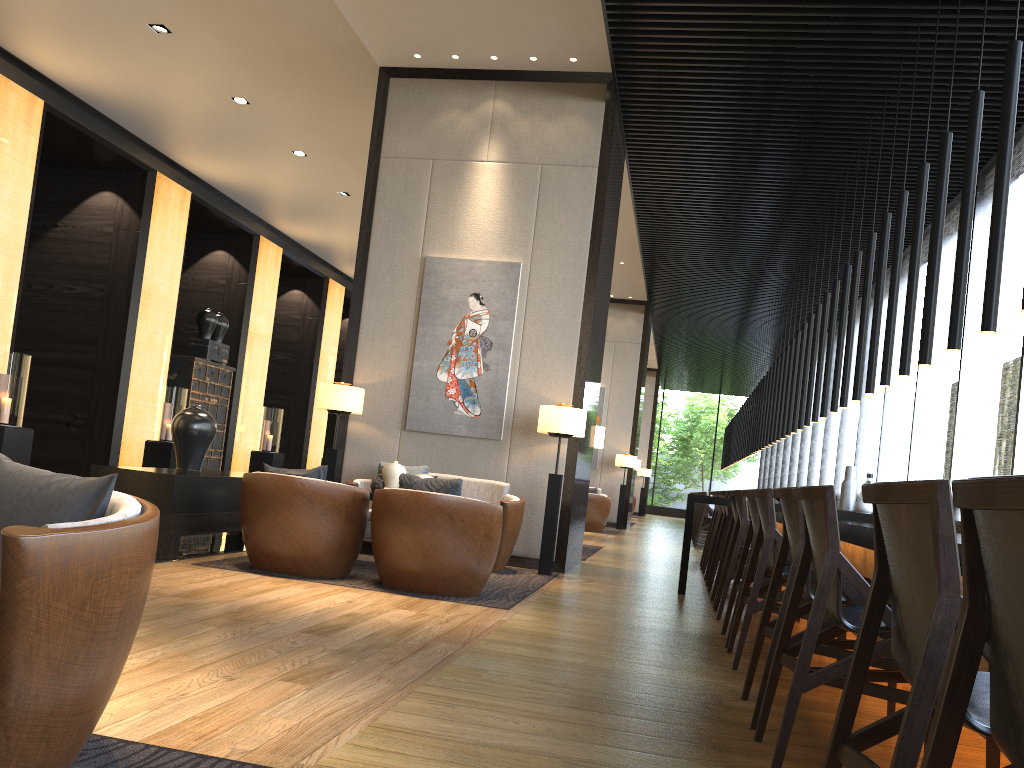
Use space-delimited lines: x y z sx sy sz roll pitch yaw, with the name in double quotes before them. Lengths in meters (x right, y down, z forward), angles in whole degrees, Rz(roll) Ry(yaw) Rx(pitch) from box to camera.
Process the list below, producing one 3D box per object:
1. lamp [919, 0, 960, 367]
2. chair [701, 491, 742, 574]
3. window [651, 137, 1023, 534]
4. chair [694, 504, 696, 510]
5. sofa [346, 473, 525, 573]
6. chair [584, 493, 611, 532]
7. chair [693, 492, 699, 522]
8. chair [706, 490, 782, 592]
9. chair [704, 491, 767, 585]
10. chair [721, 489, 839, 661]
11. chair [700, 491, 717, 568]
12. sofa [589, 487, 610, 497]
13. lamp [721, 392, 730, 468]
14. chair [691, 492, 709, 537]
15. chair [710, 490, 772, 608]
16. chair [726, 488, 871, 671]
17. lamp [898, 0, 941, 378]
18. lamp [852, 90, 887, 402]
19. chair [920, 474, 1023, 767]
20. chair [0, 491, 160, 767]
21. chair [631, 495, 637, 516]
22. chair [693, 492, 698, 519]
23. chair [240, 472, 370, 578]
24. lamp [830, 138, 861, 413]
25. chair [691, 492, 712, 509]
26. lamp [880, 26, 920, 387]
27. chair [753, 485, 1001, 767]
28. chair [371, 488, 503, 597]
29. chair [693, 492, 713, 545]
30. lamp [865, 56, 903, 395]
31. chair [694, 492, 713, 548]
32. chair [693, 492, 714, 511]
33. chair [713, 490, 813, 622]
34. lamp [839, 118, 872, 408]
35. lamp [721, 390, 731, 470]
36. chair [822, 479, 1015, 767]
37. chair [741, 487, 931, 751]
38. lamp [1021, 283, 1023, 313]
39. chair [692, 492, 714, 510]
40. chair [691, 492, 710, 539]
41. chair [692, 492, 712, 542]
"lamp" 2.338 -1.294 4.772 0.060 2.414 0.060 6 -2 6
"chair" 2.214 1.496 8.806 0.562 0.825 0.528 6 -3 11
"window" -0.797 -0.144 12.902 12.039 4.214 32.039 5 -6 11
"chair" 4.000 2.676 18.378 0.562 0.825 0.528 6 -3 11
"sofa" -0.618 1.062 7.061 1.447 0.691 0.605 5 -4 11
"chair" 1.138 2.015 13.994 0.803 0.602 0.609 6 -4 11
"chair" 3.699 2.477 16.763 0.562 0.825 0.528 6 -3 11
"chair" 1.923 1.304 7.247 0.562 0.825 0.528 6 -3 11
"chair" 2.029 1.374 7.812 0.562 0.825 0.528 6 -3 11
"chair" 1.447 0.990 4.695 0.562 0.825 0.528 6 -3 11
"chair" 2.319 1.566 9.370 0.562 0.825 0.528 6 -3 11
"sofa" 1.006 2.135 15.767 1.447 0.691 0.605 5 -4 11
"lamp" 6.381 1.376 26.436 0.060 2.414 0.060 6 -3 16
"chair" 3.594 2.408 16.199 0.562 0.825 0.528 6 -3 11
"chair" 1.738 1.182 6.253 0.562 0.825 0.528 6 -3 11
"chair" 1.342 0.920 4.131 0.562 0.825 0.528 6 -3 11
"lamp" 2.420 -1.240 5.210 0.060 2.414 0.060 6 -2 6
"lamp" 2.678 -1.070 6.590 0.060 2.414 0.060 6 -2 6
"chair" 0.755 0.533 0.989 0.562 0.825 0.528 6 -3 11
"chair" -1.191 0.524 1.980 0.803 0.602 0.609 6 -4 11
"chair" 2.790 3.106 22.850 0.803 0.602 0.609 6 -4 11
"chair" 3.895 2.607 17.814 0.562 0.825 0.528 6 -3 11
"chair" -1.323 0.863 5.449 0.803 0.602 0.609 6 -4 11
"lamp" 2.852 -0.955 7.526 0.060 2.414 0.060 6 -2 6
"chair" 4.603 3.074 21.609 0.562 0.825 0.528 6 -3 11
"lamp" 2.509 -1.182 5.685 0.060 2.414 0.060 6 -2 6
"chair" 1.051 0.728 2.573 0.562 0.825 0.528 6 -3 11
"chair" -0.487 0.942 5.288 0.803 0.602 0.609 6 -4 11
"chair" 3.096 2.079 13.532 0.562 0.825 0.528 6 -3 11
"lamp" 2.592 -1.127 6.133 0.060 2.414 0.060 6 -2 6
"chair" 2.991 2.009 12.968 0.562 0.825 0.528 6 -3 11
"chair" 4.197 2.806 19.430 0.562 0.825 0.528 6 -3 11
"chair" 1.632 1.112 5.689 0.562 0.825 0.528 6 -3 11
"lamp" 2.773 -1.007 7.102 0.060 2.414 0.060 6 -2 6
"lamp" 6.287 1.314 25.932 0.060 2.414 0.060 6 -3 16
"chair" 0.861 0.602 1.553 0.562 0.825 0.528 6 -3 11
"chair" 1.156 0.798 3.137 0.562 0.825 0.528 6 -3 11
"lamp" 2.076 -1.468 3.366 0.060 2.414 0.060 6 -3 16
"chair" 4.302 2.875 19.994 0.562 0.825 0.528 6 -3 11
"chair" 3.397 2.278 15.148 0.562 0.825 0.528 6 -3 11
"chair" 3.292 2.209 14.584 0.562 0.825 0.528 6 -3 11
